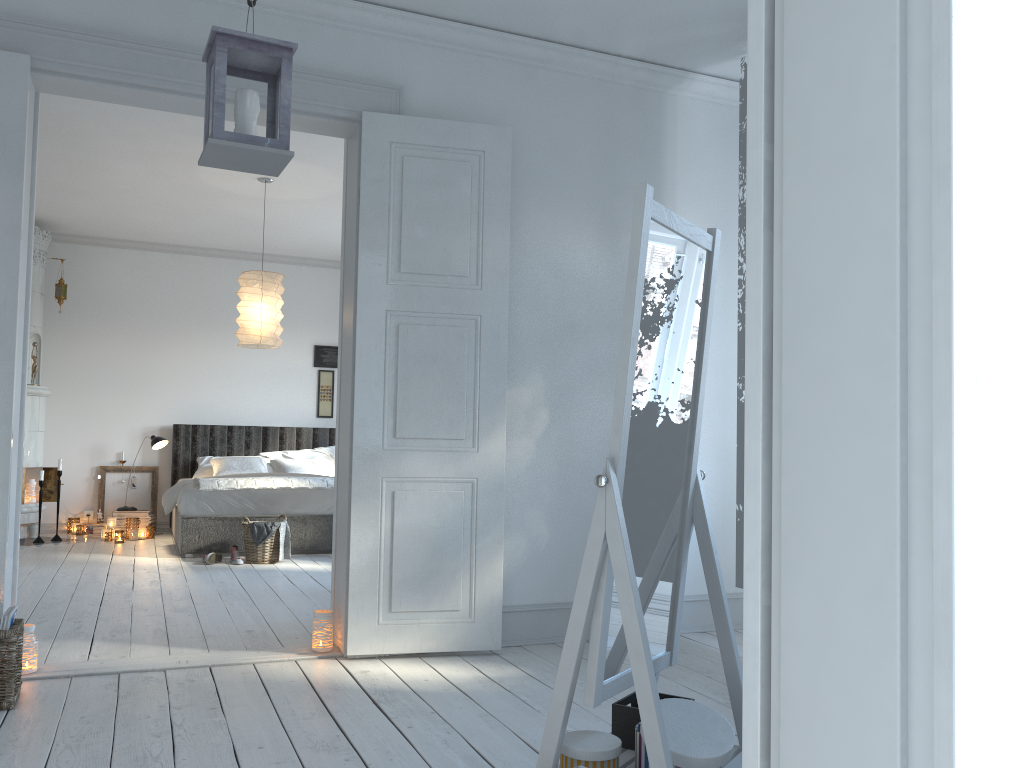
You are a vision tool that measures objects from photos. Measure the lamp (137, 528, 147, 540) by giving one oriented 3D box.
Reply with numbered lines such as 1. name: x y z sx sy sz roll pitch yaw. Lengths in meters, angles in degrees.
1. lamp: -3.317 1.343 7.951 0.080 0.098 0.081 0 -3 12

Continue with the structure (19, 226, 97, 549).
1. structure: -4.304 0.023 7.775 1.248 2.833 0.801 0 -3 22

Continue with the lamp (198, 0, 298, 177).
1. lamp: -0.737 -1.510 2.549 0.228 1.760 0.228 3 -3 -26

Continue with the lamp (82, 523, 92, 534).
1. lamp: -3.974 1.352 8.281 0.081 0.098 0.081 -1 -4 38

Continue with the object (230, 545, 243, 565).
1. object: -2.035 1.267 6.563 0.083 0.122 0.222 2 -4 -23

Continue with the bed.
1. bed: -2.146 0.895 8.027 1.889 1.045 2.178 3 -4 -23

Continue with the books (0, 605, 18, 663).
1. books: -1.823 0.927 3.033 0.201 0.299 0.180 2 -3 -23

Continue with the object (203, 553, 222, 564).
1. object: -2.236 1.278 6.527 0.120 0.083 0.222 1 -4 6

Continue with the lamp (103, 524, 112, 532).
1. lamp: -3.755 1.353 8.225 0.081 0.098 0.081 -1 -4 38

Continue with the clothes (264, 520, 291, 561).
1. clothes: -1.828 1.170 6.636 0.283 0.288 0.235 0 -3 16

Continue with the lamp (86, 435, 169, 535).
1. lamp: -3.607 0.940 8.259 0.825 0.935 0.450 1 -3 -5

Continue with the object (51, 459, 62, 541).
1. object: -3.951 1.004 7.724 0.091 0.718 0.091 2 -3 -14

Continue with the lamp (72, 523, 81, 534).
1. lamp: -4.063 1.349 8.266 0.081 0.098 0.081 -1 -4 38

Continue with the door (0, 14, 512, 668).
1. door: -1.327 -0.105 3.705 2.599 2.503 0.578 3 -3 -23

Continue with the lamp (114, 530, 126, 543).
1. lamp: -3.388 1.318 7.654 0.081 0.106 0.081 -2 -4 44

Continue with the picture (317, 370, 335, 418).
1. picture: -1.967 0.105 9.368 0.165 0.504 0.020 2 -3 -23

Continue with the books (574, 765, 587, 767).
1. books: 0.161 0.821 1.813 0.111 0.014 0.156 5 -5 -43

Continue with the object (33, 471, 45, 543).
1. object: -4.013 1.039 7.544 0.091 0.621 0.091 4 -4 -44

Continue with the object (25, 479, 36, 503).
1. object: -4.269 0.948 7.858 0.098 0.209 0.098 2 -3 -24

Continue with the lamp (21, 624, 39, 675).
1. lamp: -1.871 1.018 3.406 0.093 0.179 0.093 4 -4 -40

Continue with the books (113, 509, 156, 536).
1. books: -3.528 1.294 8.285 0.346 0.232 0.245 2 -3 -14

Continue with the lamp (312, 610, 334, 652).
1. lamp: -0.822 1.073 3.856 0.089 0.166 0.089 3 -3 -30

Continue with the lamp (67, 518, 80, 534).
1. lamp: -4.126 1.332 8.345 0.108 0.140 0.108 -1 -4 40

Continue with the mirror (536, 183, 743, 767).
1. mirror: 0.343 0.324 2.118 0.417 1.487 0.611 -1 -3 32

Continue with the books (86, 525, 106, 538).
1. books: -3.768 1.342 8.045 0.175 0.095 0.262 3 -4 -28

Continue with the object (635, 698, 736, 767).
1. object: 0.388 0.812 2.006 0.207 0.158 0.241 2 -4 -15

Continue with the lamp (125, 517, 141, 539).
1. lamp: -3.412 1.298 7.975 0.117 0.188 0.122 0 -3 20

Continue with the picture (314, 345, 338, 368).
1. picture: -1.913 -0.286 9.406 0.366 0.231 0.020 3 -3 -23

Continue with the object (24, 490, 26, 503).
1. object: -4.299 0.956 7.747 0.093 0.179 0.093 2 -3 -19

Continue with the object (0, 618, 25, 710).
1. object: -1.835 0.960 3.027 0.270 0.264 0.224 3 -4 -23

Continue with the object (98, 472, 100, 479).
1. object: -3.947 0.844 8.477 0.024 0.126 0.023 3 -4 -39

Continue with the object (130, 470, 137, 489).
1. object: -3.661 0.904 8.594 0.062 0.228 0.063 1 -3 1

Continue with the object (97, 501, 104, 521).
1. object: -3.915 1.194 8.443 0.062 0.220 0.028 3 -3 -28

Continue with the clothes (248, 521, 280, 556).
1. clothes: -1.842 1.153 6.591 0.246 0.269 0.298 2 -4 -22

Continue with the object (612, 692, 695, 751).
1. object: 0.358 0.854 2.242 0.155 0.103 0.165 -1 -4 32

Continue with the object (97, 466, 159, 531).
1. object: -3.705 1.109 8.557 0.528 0.630 0.082 2 -3 -23

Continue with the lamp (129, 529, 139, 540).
1. lamp: -3.358 1.337 7.874 0.080 0.098 0.081 0 -3 12

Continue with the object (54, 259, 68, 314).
1. object: -4.153 -0.895 8.169 0.105 0.505 0.117 -1 -4 41

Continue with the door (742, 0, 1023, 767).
1. door: -0.162 -0.267 0.926 2.599 2.503 0.578 3 -3 -23

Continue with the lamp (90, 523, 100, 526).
1. lamp: -3.888 1.353 8.263 0.081 0.098 0.081 -1 -4 38

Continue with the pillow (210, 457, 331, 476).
1. pillow: -2.281 0.809 8.440 1.147 0.225 0.416 3 -4 -30

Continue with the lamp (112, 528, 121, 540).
1. lamp: -3.505 1.333 7.855 0.080 0.098 0.081 0 -3 12

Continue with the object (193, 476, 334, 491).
1. object: -1.828 0.812 7.248 1.460 0.104 0.405 3 -4 -23

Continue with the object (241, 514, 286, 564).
1. object: -1.863 1.160 6.645 0.319 0.351 0.320 1 -3 9

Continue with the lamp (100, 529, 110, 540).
1. lamp: -3.590 1.329 7.826 0.080 0.098 0.081 0 -3 12

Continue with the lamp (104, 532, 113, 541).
1. lamp: -3.523 1.335 7.743 0.067 0.078 0.070 0 -3 19

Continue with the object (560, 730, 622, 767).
1. object: 0.178 0.849 2.020 0.142 0.074 0.142 4 -5 -39

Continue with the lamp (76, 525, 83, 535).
1. lamp: -3.991 1.349 8.177 0.063 0.091 0.073 1 -3 10

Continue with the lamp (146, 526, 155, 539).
1. lamp: -3.280 1.346 8.039 0.080 0.107 0.080 -1 -4 40

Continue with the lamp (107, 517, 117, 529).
1. lamp: -3.545 1.233 7.848 0.080 0.098 0.081 0 -3 20

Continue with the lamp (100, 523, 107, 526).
1. lamp: -3.832 1.358 8.333 0.080 0.098 0.081 0 -3 23

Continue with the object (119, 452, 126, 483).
1. object: -3.764 0.807 8.572 0.067 0.320 0.067 0 -3 26

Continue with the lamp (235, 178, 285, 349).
1. lamp: -1.823 -0.885 6.459 0.338 1.230 0.341 1 -3 9
